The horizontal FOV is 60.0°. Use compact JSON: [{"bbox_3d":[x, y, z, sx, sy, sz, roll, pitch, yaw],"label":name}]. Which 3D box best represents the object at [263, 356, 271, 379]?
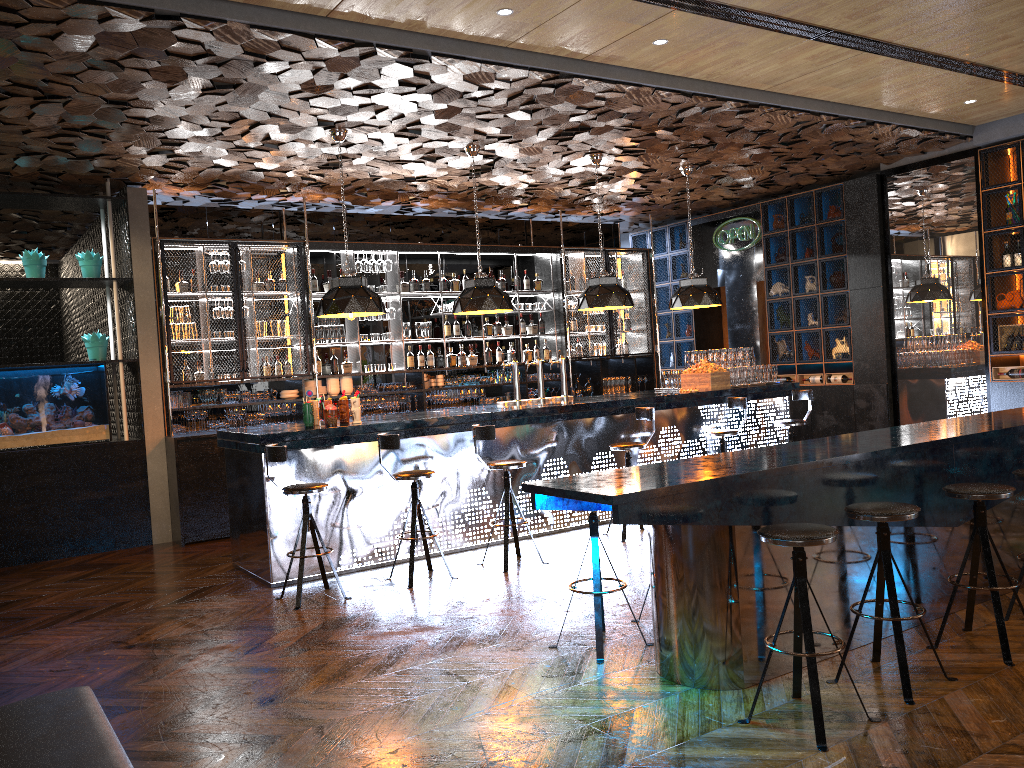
[{"bbox_3d":[-2.727,-0.182,9.863,0.075,0.261,0.075,-3,1,16],"label":"object"}]

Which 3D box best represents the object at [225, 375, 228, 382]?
[{"bbox_3d":[-3.143,-0.061,9.698,0.077,0.080,0.077,-4,1,6],"label":"object"}]

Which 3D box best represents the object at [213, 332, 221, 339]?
[{"bbox_3d":[-3.181,-0.522,9.573,0.077,0.080,0.077,-4,1,-21],"label":"object"}]

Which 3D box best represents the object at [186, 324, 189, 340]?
[{"bbox_3d":[-3.449,-0.554,9.491,0.092,0.182,0.092,-5,2,-38],"label":"object"}]

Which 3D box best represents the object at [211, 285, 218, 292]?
[{"bbox_3d":[-3.208,-1.018,9.562,0.077,0.080,0.077,-5,2,-42],"label":"object"}]

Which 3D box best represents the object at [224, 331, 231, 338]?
[{"bbox_3d":[-3.076,-0.529,9.596,0.077,0.080,0.077,-3,2,35],"label":"object"}]

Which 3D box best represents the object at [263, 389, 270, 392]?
[{"bbox_3d":[-2.735,0.121,9.891,0.074,0.131,0.074,-4,1,-20],"label":"object"}]

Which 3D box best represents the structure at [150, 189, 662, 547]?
[{"bbox_3d":[-0.805,-0.401,10.884,6.750,3.553,1.143,-4,1,-33],"label":"structure"}]

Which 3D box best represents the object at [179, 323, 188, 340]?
[{"bbox_3d":[-3.476,-0.550,9.370,0.092,0.182,0.092,-5,2,-38],"label":"object"}]

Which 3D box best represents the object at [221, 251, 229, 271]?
[{"bbox_3d":[-3.089,-1.323,9.551,0.081,0.213,0.081,-4,1,-27],"label":"object"}]

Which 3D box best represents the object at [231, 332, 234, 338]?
[{"bbox_3d":[-3.078,-0.532,9.711,0.077,0.080,0.077,-3,1,21],"label":"object"}]

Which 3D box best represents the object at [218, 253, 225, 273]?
[{"bbox_3d":[-3.167,-1.320,9.672,0.081,0.213,0.081,-4,1,-27],"label":"object"}]

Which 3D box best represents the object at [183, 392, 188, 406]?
[{"bbox_3d":[-3.407,0.165,9.292,0.051,0.152,0.058,-3,1,19],"label":"object"}]

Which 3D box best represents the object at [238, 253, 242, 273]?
[{"bbox_3d":[-3.019,-1.332,9.768,0.081,0.213,0.081,-4,1,-27],"label":"object"}]

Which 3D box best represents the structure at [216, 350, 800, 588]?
[{"bbox_3d":[0.351,0.508,8.664,6.009,1.685,1.214,-4,1,-33],"label":"structure"}]

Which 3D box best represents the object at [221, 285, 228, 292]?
[{"bbox_3d":[-3.108,-1.025,9.602,0.077,0.080,0.077,-4,1,3],"label":"object"}]

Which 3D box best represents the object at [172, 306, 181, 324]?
[{"bbox_3d":[-3.532,-0.728,9.336,0.092,0.182,0.092,-5,2,-38],"label":"object"}]

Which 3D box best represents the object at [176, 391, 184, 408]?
[{"bbox_3d":[-3.429,0.158,9.157,0.067,0.174,0.067,-4,1,6],"label":"object"}]

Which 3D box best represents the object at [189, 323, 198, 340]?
[{"bbox_3d":[-3.386,-0.556,9.416,0.092,0.182,0.092,-5,2,-38],"label":"object"}]

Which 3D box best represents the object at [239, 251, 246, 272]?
[{"bbox_3d":[-2.941,-1.334,9.647,0.081,0.213,0.081,-4,1,-27],"label":"object"}]

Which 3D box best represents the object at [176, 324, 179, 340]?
[{"bbox_3d":[-3.533,-0.548,9.447,0.092,0.182,0.092,-5,2,-38],"label":"object"}]

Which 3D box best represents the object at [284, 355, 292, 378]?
[{"bbox_3d":[-2.526,-0.198,9.995,0.075,0.260,0.075,-3,1,16],"label":"object"}]

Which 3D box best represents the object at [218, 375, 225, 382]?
[{"bbox_3d":[-3.119,-0.059,9.536,0.077,0.080,0.077,-4,1,6],"label":"object"}]

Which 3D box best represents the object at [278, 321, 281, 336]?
[{"bbox_3d":[-2.594,-0.620,10.003,0.092,0.182,0.092,-5,2,-38],"label":"object"}]

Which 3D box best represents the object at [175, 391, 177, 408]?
[{"bbox_3d":[-3.477,0.160,9.218,0.067,0.174,0.067,-4,1,-8],"label":"object"}]

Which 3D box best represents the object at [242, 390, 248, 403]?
[{"bbox_3d":[-2.881,0.137,9.585,0.074,0.131,0.074,-4,1,-20],"label":"object"}]

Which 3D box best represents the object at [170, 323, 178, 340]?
[{"bbox_3d":[-3.563,-0.543,9.313,0.092,0.182,0.092,-5,2,-38],"label":"object"}]

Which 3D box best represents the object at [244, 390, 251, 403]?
[{"bbox_3d":[-2.836,0.136,9.511,0.074,0.131,0.074,-4,1,-20],"label":"object"}]

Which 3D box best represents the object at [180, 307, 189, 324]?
[{"bbox_3d":[-3.498,-0.733,9.463,0.092,0.182,0.092,-5,2,-38],"label":"object"}]

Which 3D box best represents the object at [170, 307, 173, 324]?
[{"bbox_3d":[-3.589,-0.726,9.415,0.092,0.182,0.092,-5,2,-38],"label":"object"}]

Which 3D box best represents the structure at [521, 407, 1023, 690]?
[{"bbox_3d":[2.325,0.798,5.242,4.941,0.998,0.673,-4,1,-33],"label":"structure"}]

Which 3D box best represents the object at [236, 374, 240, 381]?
[{"bbox_3d":[-3.007,-0.070,9.697,0.077,0.080,0.077,-3,1,23],"label":"object"}]

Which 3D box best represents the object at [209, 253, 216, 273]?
[{"bbox_3d":[-3.247,-1.314,9.619,0.081,0.213,0.081,-4,1,-27],"label":"object"}]

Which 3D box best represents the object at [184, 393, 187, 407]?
[{"bbox_3d":[-3.378,0.165,9.239,0.058,0.152,0.051,-4,1,-29],"label":"object"}]

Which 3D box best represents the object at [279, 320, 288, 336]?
[{"bbox_3d":[-2.551,-0.621,9.918,0.092,0.182,0.092,-5,2,-38],"label":"object"}]

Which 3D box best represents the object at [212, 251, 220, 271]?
[{"bbox_3d":[-3.169,-1.316,9.498,0.081,0.213,0.081,-4,1,-27],"label":"object"}]

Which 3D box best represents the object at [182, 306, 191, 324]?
[{"bbox_3d":[-3.451,-0.735,9.398,0.092,0.182,0.092,-5,2,-38],"label":"object"}]

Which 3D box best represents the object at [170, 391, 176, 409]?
[{"bbox_3d":[-3.489,0.163,9.104,0.067,0.174,0.067,-4,1,-25],"label":"object"}]

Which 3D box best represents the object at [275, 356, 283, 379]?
[{"bbox_3d":[-2.624,-0.192,9.956,0.075,0.260,0.075,-3,1,16],"label":"object"}]

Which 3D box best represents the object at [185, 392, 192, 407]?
[{"bbox_3d":[-3.349,0.164,9.187,0.051,0.152,0.058,-4,1,-28],"label":"object"}]

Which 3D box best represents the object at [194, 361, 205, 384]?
[{"bbox_3d":[-3.329,-0.126,9.452,0.108,0.244,0.108,-4,1,-19],"label":"object"}]

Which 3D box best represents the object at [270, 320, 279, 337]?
[{"bbox_3d":[-2.642,-0.615,9.884,0.092,0.182,0.092,-5,2,-38],"label":"object"}]

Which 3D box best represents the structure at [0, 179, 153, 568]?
[{"bbox_3d":[-5.680,-0.114,7.938,4.269,3.734,0.705,-4,1,-33],"label":"structure"}]

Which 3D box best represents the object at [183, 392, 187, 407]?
[{"bbox_3d":[-3.437,0.166,9.343,0.051,0.152,0.058,-4,1,-7],"label":"object"}]

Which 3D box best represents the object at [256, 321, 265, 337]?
[{"bbox_3d":[-2.769,-0.604,9.774,0.092,0.182,0.092,-5,2,-38],"label":"object"}]

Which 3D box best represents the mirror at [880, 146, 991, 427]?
[{"bbox_3d":[4.764,-0.737,9.946,0.026,3.551,1.194,-4,1,-33],"label":"mirror"}]

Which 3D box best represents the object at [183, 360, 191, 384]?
[{"bbox_3d":[-3.439,-0.126,9.369,0.075,0.260,0.075,-4,1,1],"label":"object"}]

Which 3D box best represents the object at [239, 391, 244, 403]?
[{"bbox_3d":[-2.929,0.139,9.658,0.074,0.131,0.074,-4,1,-20],"label":"object"}]

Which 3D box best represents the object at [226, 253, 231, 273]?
[{"bbox_3d":[-3.095,-1.326,9.718,0.081,0.213,0.081,-4,1,-27],"label":"object"}]

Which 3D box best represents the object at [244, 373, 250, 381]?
[{"bbox_3d":[-2.900,-0.077,9.701,0.077,0.080,0.077,-5,2,-45],"label":"object"}]

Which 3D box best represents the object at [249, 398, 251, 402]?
[{"bbox_3d":[-2.862,0.148,9.704,0.078,0.103,0.078,-3,1,10],"label":"object"}]

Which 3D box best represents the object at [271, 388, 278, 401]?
[{"bbox_3d":[-2.614,0.116,9.758,0.074,0.131,0.074,-4,1,-20],"label":"object"}]

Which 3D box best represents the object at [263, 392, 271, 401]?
[{"bbox_3d":[-2.659,0.139,9.619,0.078,0.099,0.078,-3,1,24],"label":"object"}]

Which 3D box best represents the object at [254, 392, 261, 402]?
[{"bbox_3d":[-2.746,0.144,9.571,0.078,0.103,0.078,-3,1,10],"label":"object"}]

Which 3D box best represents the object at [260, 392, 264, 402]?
[{"bbox_3d":[-2.735,0.142,9.677,0.078,0.099,0.078,-3,1,24],"label":"object"}]

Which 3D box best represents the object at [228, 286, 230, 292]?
[{"bbox_3d":[-3.130,-1.026,9.715,0.077,0.080,0.077,-3,1,23],"label":"object"}]

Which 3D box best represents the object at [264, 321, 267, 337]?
[{"bbox_3d":[-2.777,-0.606,9.888,0.092,0.182,0.092,-5,2,-38],"label":"object"}]

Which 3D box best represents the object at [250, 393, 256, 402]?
[{"bbox_3d":[-2.811,0.146,9.629,0.078,0.103,0.078,-3,1,10],"label":"object"}]

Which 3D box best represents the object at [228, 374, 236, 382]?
[{"bbox_3d":[-3.025,-0.066,9.583,0.077,0.080,0.077,-3,2,43],"label":"object"}]
